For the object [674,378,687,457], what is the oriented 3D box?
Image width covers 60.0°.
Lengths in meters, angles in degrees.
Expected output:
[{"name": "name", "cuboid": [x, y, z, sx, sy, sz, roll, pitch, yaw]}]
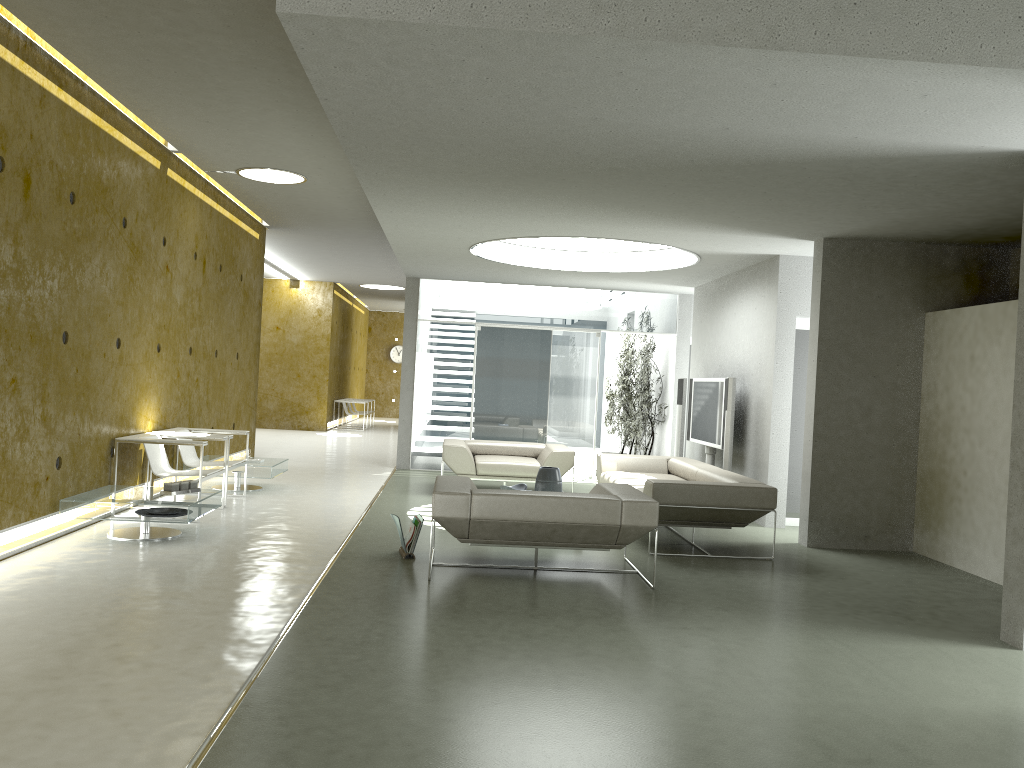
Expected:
[{"name": "object", "cuboid": [2.155, 0.658, 11.369, 0.310, 1.469, 0.310, 3, 0, 23]}]

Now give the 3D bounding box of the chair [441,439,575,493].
[{"name": "chair", "cuboid": [-0.076, 0.986, 10.328, 1.481, 0.583, 1.039, 3, 0, -4]}]

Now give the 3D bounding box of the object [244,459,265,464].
[{"name": "object", "cuboid": [-2.762, 0.823, 9.469, 0.197, 0.029, 0.189, 3, 0, -4]}]

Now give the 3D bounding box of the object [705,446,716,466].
[{"name": "object", "cuboid": [2.209, 1.054, 10.225, 0.323, 0.689, 0.882, 3, 0, -4]}]

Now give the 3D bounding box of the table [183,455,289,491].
[{"name": "table", "cuboid": [-2.963, 0.977, 9.588, 0.900, 0.300, 0.900, 3, 0, -4]}]

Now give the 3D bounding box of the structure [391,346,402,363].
[{"name": "structure", "cuboid": [-3.492, -0.914, 27.422, 0.547, 0.539, 0.016, 3, 0, -4]}]

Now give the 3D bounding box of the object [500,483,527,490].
[{"name": "object", "cuboid": [0.015, 1.024, 8.495, 0.223, 0.125, 0.317, 3, 0, 33]}]

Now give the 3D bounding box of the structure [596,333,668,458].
[{"name": "structure", "cuboid": [1.905, 0.080, 14.447, 0.646, 2.589, 3.371, 3, 0, -4]}]

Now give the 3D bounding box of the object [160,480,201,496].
[{"name": "object", "cuboid": [-2.587, 0.803, 6.930, 0.118, 0.097, 0.326, 3, 0, 21]}]

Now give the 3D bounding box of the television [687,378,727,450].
[{"name": "television", "cuboid": [2.302, 0.323, 10.227, 0.127, 0.781, 1.603, 3, 0, -4]}]

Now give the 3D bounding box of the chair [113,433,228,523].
[{"name": "chair", "cuboid": [-2.958, 0.797, 7.728, 0.710, 0.667, 0.800, 3, 0, -4]}]

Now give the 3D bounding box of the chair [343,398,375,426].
[{"name": "chair", "cuboid": [-3.884, 0.722, 22.526, 0.710, 0.667, 0.800, 3, 0, -4]}]

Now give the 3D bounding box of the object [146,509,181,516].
[{"name": "object", "cuboid": [-2.582, 0.956, 6.573, 0.239, 0.027, 0.239, 3, 0, 13]}]

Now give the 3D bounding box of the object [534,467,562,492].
[{"name": "object", "cuboid": [0.348, 0.948, 8.415, 0.265, 0.309, 0.265, 3, 0, -21]}]

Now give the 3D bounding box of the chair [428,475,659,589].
[{"name": "chair", "cuboid": [0.181, 1.007, 6.237, 1.481, 0.583, 1.039, 3, 0, -4]}]

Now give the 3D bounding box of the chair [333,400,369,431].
[{"name": "chair", "cuboid": [-3.777, 0.731, 20.816, 0.710, 0.667, 0.800, 3, 0, -4]}]

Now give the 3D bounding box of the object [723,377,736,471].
[{"name": "object", "cuboid": [2.228, 0.666, 9.131, 0.310, 1.469, 0.310, 3, 0, -27]}]

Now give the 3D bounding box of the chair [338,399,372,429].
[{"name": "chair", "cuboid": [-3.831, 0.727, 21.671, 0.710, 0.667, 0.800, 3, 0, -4]}]

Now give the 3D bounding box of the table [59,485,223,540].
[{"name": "table", "cuboid": [-2.785, 0.991, 6.745, 0.900, 0.300, 0.900, 3, 0, -4]}]

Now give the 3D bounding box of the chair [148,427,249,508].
[{"name": "chair", "cuboid": [-3.011, 0.792, 8.582, 0.710, 0.667, 0.800, 3, 0, -4]}]

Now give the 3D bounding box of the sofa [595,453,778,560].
[{"name": "sofa", "cuboid": [1.499, 1.071, 8.398, 1.037, 0.585, 2.791, 3, 0, -4]}]

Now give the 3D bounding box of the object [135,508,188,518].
[{"name": "object", "cuboid": [-2.582, 0.959, 6.573, 0.394, 0.027, 0.394, 3, 0, -20]}]

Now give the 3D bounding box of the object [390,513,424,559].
[{"name": "object", "cuboid": [-0.775, 1.104, 6.480, 0.216, 0.288, 0.329, 3, 0, -14]}]
